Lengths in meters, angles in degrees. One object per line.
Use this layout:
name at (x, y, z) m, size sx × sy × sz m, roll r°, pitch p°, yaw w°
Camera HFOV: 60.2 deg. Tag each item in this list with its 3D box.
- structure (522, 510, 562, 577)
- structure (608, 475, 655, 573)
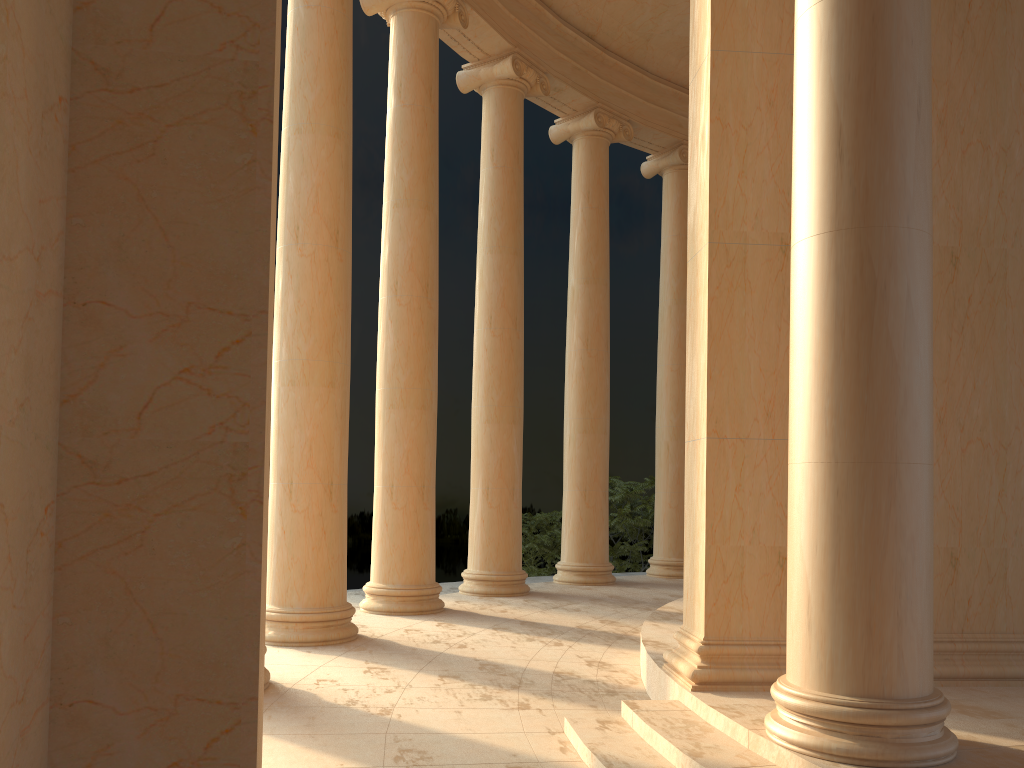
structure at (37.126, 311.156, 1521.734) m, size 149.197 × 187.723 × 156.309 m, roll 0°, pitch -4°, yaw 8°
structure at (225.664, 312.029, 1608.739) m, size 247.161 × 298.532 × 238.568 m, roll 1°, pitch -4°, yaw -2°
